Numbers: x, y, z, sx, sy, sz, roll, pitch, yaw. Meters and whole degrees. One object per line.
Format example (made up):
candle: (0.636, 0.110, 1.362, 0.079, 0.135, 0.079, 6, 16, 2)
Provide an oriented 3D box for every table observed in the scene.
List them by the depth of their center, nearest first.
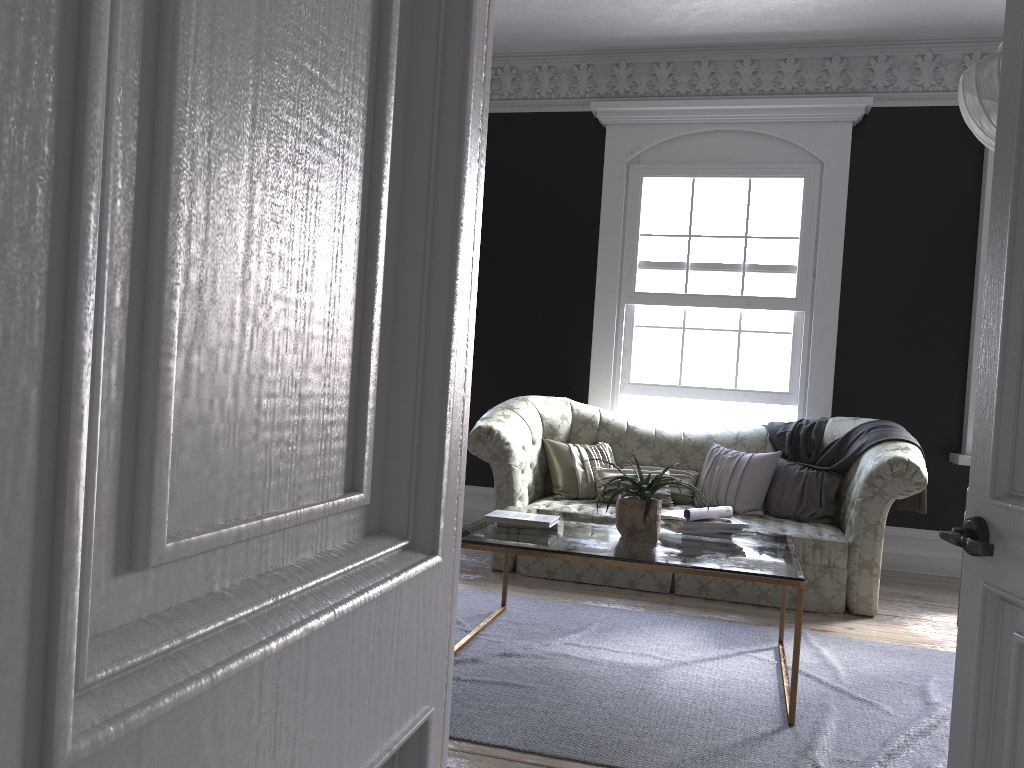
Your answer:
table: (0.524, 0.970, 4.046, 1.448, 0.558, 1.092, 4, 1, 15)

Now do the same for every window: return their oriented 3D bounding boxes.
window: (1.582, -0.784, 6.920, 1.262, 1.672, 0.056, 4, 1, 15)

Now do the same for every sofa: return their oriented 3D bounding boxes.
sofa: (1.214, 0.736, 6.128, 2.812, 1.161, 1.606, 4, 1, 16)

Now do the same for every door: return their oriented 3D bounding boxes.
door: (0.947, 0.102, 1.279, 0.216, 2.375, 1.097, 4, 1, 2)

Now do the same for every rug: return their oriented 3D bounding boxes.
rug: (0.513, 1.237, 3.895, 3.643, 0.050, 2.106, 4, 0, 15)

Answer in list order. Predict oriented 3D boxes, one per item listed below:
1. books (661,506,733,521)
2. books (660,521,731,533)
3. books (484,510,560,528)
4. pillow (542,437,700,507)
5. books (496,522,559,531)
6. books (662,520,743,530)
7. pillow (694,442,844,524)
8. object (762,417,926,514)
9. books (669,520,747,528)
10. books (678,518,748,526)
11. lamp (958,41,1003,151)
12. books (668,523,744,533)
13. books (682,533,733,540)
books: (0.839, 0.624, 4.212, 0.322, 0.109, 0.272, 3, 1, -40)
books: (0.863, 0.681, 4.216, 0.318, 0.011, 0.252, 4, 0, -19)
books: (0.049, 0.618, 4.079, 0.307, 0.024, 0.220, 4, 0, 15)
pillow: (0.736, 0.617, 6.181, 1.105, 0.416, 0.529, 4, 1, 15)
books: (0.068, 0.646, 4.143, 0.289, 0.030, 0.193, 4, 0, -1)
books: (0.893, 0.662, 4.216, 0.318, 0.011, 0.252, 4, 0, -14)
pillow: (1.708, 0.659, 5.948, 0.963, 0.462, 0.405, 4, 1, 22)
object: (2.186, 0.512, 5.975, 0.517, 0.585, 1.366, 3, 1, -26)
books: (0.909, 0.652, 4.205, 0.318, 0.011, 0.252, 4, 0, -14)
books: (0.917, 0.642, 4.201, 0.318, 0.011, 0.252, 4, 0, -9)
lamp: (2.223, -1.509, 3.496, 0.782, 2.050, 0.783, 3, 1, -32)
books: (0.908, 0.673, 4.214, 0.318, 0.011, 0.252, 4, 0, -4)
books: (0.927, 0.702, 4.205, 0.231, 0.023, 0.162, 4, 0, 15)
